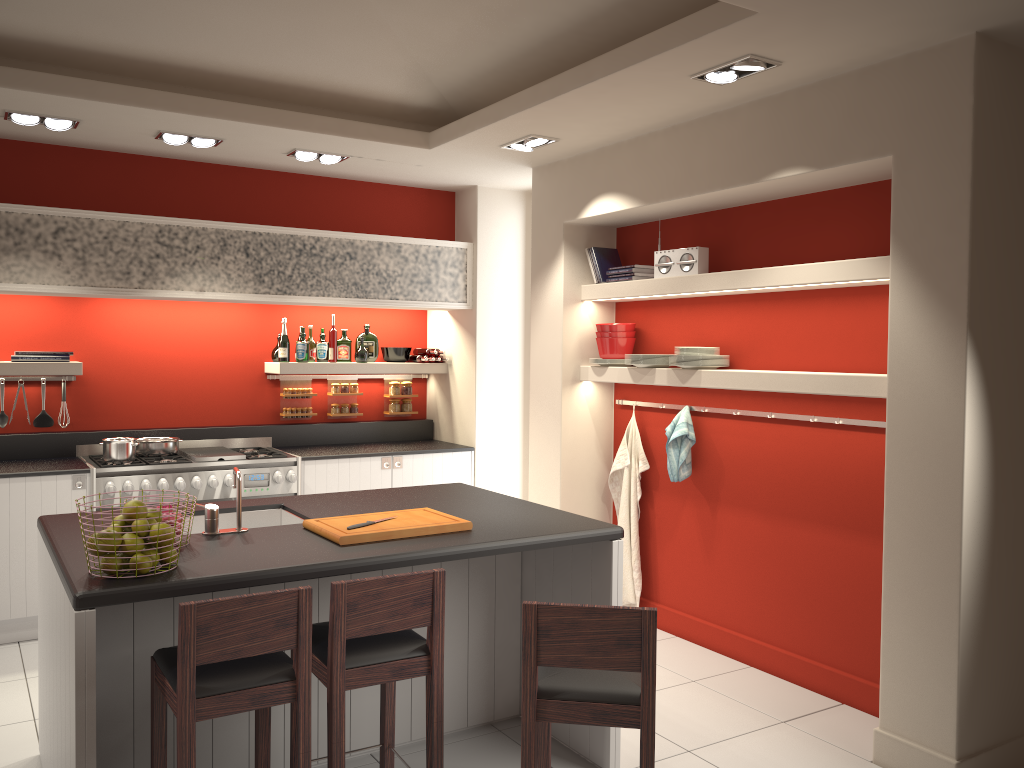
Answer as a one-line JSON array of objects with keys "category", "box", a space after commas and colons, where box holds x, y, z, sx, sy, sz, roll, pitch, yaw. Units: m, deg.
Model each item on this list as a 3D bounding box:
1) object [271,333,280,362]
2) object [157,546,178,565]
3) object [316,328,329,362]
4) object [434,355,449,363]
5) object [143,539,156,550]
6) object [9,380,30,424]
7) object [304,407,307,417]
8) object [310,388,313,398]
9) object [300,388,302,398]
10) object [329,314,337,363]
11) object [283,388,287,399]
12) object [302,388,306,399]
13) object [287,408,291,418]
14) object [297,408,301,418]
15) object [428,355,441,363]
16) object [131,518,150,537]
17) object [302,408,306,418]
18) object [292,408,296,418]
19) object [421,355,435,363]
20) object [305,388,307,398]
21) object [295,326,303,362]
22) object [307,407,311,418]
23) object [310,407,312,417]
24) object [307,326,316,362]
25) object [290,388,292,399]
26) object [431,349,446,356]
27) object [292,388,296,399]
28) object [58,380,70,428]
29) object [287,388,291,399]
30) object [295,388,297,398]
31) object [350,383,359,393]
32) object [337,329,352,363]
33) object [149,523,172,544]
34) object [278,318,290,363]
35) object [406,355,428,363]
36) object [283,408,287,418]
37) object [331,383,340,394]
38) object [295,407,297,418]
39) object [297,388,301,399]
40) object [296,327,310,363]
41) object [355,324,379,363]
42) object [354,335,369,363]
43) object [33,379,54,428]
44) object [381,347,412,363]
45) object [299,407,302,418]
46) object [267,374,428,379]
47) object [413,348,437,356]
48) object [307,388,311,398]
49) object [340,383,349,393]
[{"category": "object", "box": [-1.758, -0.279, 6.698, 0.113, 0.226, 0.113, 1, 2, 9]}, {"category": "object", "box": [-1.135, 0.559, 2.914, 0.068, 0.068, 0.068, 0, 2, -21]}, {"category": "object", "box": [-1.459, -0.298, 6.831, 0.094, 0.263, 0.094, 1, 2, 24]}, {"category": "object", "box": [-0.607, -0.203, 7.229, 0.061, 0.061, 0.366, -1, 2, -32]}, {"category": "object", "box": [-1.221, 0.551, 2.927, 0.086, 0.079, 0.084, 1, 2, 13]}, {"category": "object", "box": [-3.243, 0.121, 5.841, 0.124, 0.296, 0.009, -1, 2, -32]}, {"category": "object", "box": [-1.593, 0.218, 6.832, 0.034, 0.078, 0.034, 0, 2, -11]}, {"category": "object", "box": [-1.558, 0.069, 6.848, 0.034, 0.078, 0.034, 0, 2, -11]}, {"category": "object", "box": [-1.624, 0.070, 6.806, 0.034, 0.078, 0.034, 0, 2, -11]}, {"category": "object", "box": [-1.391, -0.346, 6.761, 0.062, 0.366, 0.210, -1, 2, -33]}, {"category": "object", "box": [-1.725, 0.071, 6.743, 0.034, 0.078, 0.034, 0, 2, -11]}, {"category": "object", "box": [-1.590, 0.071, 6.782, 0.034, 0.078, 0.034, 0, 2, -11]}, {"category": "object", "box": [-1.691, 0.221, 6.725, 0.034, 0.078, 0.034, 0, 2, -11]}, {"category": "object", "box": [-1.625, 0.220, 6.766, 0.034, 0.078, 0.034, 0, 2, -11]}, {"category": "object", "box": [-0.670, -0.203, 7.212, 0.061, 0.061, 0.366, -1, 2, -32]}, {"category": "object", "box": [-1.189, 0.460, 2.841, 0.057, 0.061, 0.062, 0, 2, -17]}, {"category": "object", "box": [-1.592, 0.219, 6.787, 0.034, 0.078, 0.034, 0, 2, -11]}, {"category": "object", "box": [-1.658, 0.220, 6.745, 0.034, 0.078, 0.034, 0, 2, -11]}, {"category": "object", "box": [-0.712, -0.202, 7.161, 0.062, 0.062, 0.366, -1, 2, -32]}, {"category": "object", "box": [-1.591, 0.070, 6.827, 0.034, 0.078, 0.034, 0, 2, -11]}, {"category": "object", "box": [-1.612, -0.305, 6.774, 0.083, 0.277, 0.084, 0, 2, -28]}, {"category": "object", "box": [-1.559, 0.219, 6.807, 0.034, 0.078, 0.034, 0, 2, -11]}, {"category": "object", "box": [-1.559, 0.217, 6.852, 0.034, 0.078, 0.034, 0, 2, -11]}, {"category": "object", "box": [-1.528, -0.304, 6.724, 0.080, 0.278, 0.080, 0, 2, -29]}, {"category": "object", "box": [-1.692, 0.071, 6.764, 0.034, 0.078, 0.034, 0, 2, -11]}, {"category": "object", "box": [-0.632, -0.257, 7.209, 0.062, 0.062, 0.366, -1, 2, -32]}, {"category": "object", "box": [-1.656, 0.072, 6.741, 0.034, 0.078, 0.034, 0, 2, -11]}, {"category": "object", "box": [-3.022, 0.133, 5.979, 0.069, 0.328, 0.069, 2, 2, 35]}, {"category": "object", "box": [-1.690, 0.072, 6.720, 0.034, 0.078, 0.034, 0, 2, -11]}, {"category": "object", "box": [-1.659, 0.070, 6.785, 0.034, 0.078, 0.034, 0, 2, -11]}, {"category": "object", "box": [-1.249, 0.036, 7.021, 0.068, 0.088, 0.068, 0, 2, -11]}, {"category": "object", "box": [-1.301, -0.297, 6.877, 0.112, 0.260, 0.071, 1, 2, -3]}, {"category": "object", "box": [-1.130, 0.479, 2.851, 0.067, 0.068, 0.067, 1, 2, 20]}, {"category": "object", "box": [-1.678, -0.323, 6.529, 0.083, 0.331, 0.083, 2, 2, 29]}, {"category": "object", "box": [-0.765, -0.201, 7.127, 0.062, 0.062, 0.366, -1, 2, -32]}, {"category": "object", "box": [-1.727, 0.219, 6.748, 0.034, 0.078, 0.034, 0, 2, -11]}, {"category": "object", "box": [-1.382, 0.037, 6.938, 0.068, 0.088, 0.068, 0, 2, -11]}, {"category": "object", "box": [-1.660, 0.219, 6.789, 0.034, 0.078, 0.034, 0, 2, -11]}, {"category": "object", "box": [-1.623, 0.072, 6.761, 0.034, 0.078, 0.034, 0, 2, -11]}, {"category": "object", "box": [-1.553, -0.291, 6.583, 0.094, 0.264, 0.094, -1, 2, -43]}, {"category": "object", "box": [-1.143, -0.320, 6.987, 0.186, 0.303, 0.057, 1, 2, -2]}, {"category": "object", "box": [-1.154, -0.277, 6.821, 0.113, 0.226, 0.113, 0, 2, -21]}, {"category": "object", "box": [-3.134, 0.128, 5.930, 0.123, 0.331, 0.040, -1, 2, -32]}, {"category": "object", "box": [-0.932, -0.234, 7.133, 0.251, 0.121, 0.251, 2, 3, 40]}, {"category": "object", "box": [-1.626, 0.218, 6.811, 0.034, 0.078, 0.034, 0, 2, -11]}, {"category": "object", "box": [-1.288, -0.059, 7.084, 1.355, 0.034, 0.048, -1, 2, -32]}, {"category": "object", "box": [-0.697, -0.257, 7.195, 0.062, 0.062, 0.366, -1, 2, -32]}, {"category": "object", "box": [-1.557, 0.071, 6.803, 0.034, 0.078, 0.034, 0, 2, -11]}, {"category": "object", "box": [-1.315, 0.037, 6.980, 0.068, 0.088, 0.068, 0, 2, -11]}]
